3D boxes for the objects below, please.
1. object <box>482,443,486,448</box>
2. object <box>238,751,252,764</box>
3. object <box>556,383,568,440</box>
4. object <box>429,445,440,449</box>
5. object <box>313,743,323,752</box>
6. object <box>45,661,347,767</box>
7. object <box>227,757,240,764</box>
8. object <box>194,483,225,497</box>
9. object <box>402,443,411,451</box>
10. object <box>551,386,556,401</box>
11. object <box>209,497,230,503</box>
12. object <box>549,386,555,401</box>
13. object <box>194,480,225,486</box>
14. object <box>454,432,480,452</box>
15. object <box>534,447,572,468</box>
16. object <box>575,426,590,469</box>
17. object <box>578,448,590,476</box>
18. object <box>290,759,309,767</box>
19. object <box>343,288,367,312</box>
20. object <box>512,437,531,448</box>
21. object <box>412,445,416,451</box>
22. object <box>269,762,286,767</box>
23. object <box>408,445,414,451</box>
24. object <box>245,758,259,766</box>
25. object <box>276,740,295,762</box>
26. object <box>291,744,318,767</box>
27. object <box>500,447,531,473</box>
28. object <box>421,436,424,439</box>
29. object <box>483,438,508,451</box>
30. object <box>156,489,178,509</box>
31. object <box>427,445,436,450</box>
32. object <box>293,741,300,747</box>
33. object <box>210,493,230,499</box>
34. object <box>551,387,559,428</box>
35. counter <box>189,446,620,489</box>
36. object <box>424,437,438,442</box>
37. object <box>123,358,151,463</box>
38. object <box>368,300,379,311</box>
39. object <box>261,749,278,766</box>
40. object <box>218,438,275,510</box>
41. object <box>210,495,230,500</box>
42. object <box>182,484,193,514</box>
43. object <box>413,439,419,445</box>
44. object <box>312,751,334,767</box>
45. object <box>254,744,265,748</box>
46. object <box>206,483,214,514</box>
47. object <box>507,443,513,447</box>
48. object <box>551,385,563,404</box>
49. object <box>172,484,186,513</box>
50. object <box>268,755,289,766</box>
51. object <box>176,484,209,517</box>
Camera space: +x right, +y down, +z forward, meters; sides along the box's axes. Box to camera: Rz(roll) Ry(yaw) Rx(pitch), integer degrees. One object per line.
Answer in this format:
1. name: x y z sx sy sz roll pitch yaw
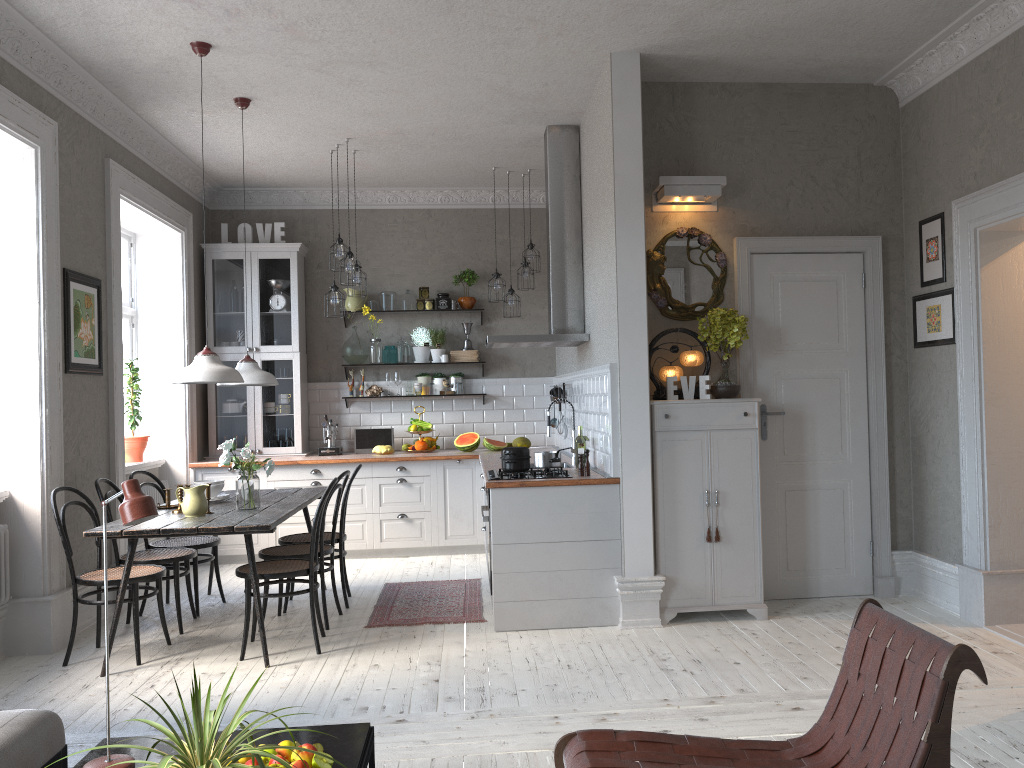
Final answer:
1. object: -0.174 0.575 8.175 0.199 0.067 0.103 -1 -1 2
2. object: -0.757 1.071 2.509 0.058 0.058 0.057 -1 -1 -22
3. object: 0.385 0.213 6.997 0.081 0.443 0.328 -1 -1 -3
4. object: -0.753 0.574 8.135 0.213 0.044 0.055 -2 -1 34
5. object: -0.587 1.078 2.607 0.047 0.037 0.067 -2 -1 23
6. object: -0.731 0.892 2.175 0.725 0.420 0.669 -2 -1 14
7. object: -0.783 1.066 2.441 0.067 0.066 0.070 -1 -1 1
8. object: -1.882 0.670 5.508 0.181 0.094 0.178 -1 -1 -13
9. object: -0.947 0.576 8.071 0.075 0.072 0.154 -2 -1 26
10. object: 0.388 0.087 7.496 0.108 0.161 0.136 -1 -1 -2
11. object: -1.880 0.723 5.508 0.235 0.027 0.240 -2 -1 14
12. object: 0.381 0.089 7.624 0.108 0.161 0.137 -2 -1 8
13. object: -1.882 0.650 5.508 0.181 0.094 0.178 -1 -1 -13
14. object: -0.402 0.523 7.933 0.233 0.174 0.220 -2 -1 17
15. object: 0.279 0.457 5.555 0.298 0.134 0.178 -2 -1 30
16. object: 0.462 0.415 5.793 0.090 0.282 0.081 -1 -1 -4
17. object: 0.428 0.463 5.258 0.073 0.167 0.036 -1 -1 -5
18. object: -0.588 1.066 2.445 0.056 0.058 0.057 -2 -1 20
19. object: -1.447 -0.770 8.167 0.189 0.216 0.174 -2 -1 9
20. object: 0.088 0.540 8.053 0.208 0.119 0.129 -1 -1 -41
21. object: -0.890 0.586 8.056 0.071 0.076 0.226 -1 -1 -21
22. object: -0.644 1.064 2.417 0.060 0.063 0.063 -2 -1 27
23. object: -0.905 0.577 8.039 0.084 0.057 0.089 -2 -1 28
24. object: -0.718 1.070 2.457 0.058 0.056 0.059 -1 -1 -17
25. object: -0.654 1.067 2.572 0.060 0.062 0.063 -1 -1 -23
26. object: -0.592 1.064 2.530 0.073 0.064 0.076 -2 -1 26
27. object: 0.022 0.452 5.303 0.193 0.147 0.190 -1 -1 -25
28. object: -0.819 0.528 8.130 0.086 0.093 0.086 -1 -1 -8
29. object: -0.141 0.540 7.907 0.227 0.127 0.146 -1 -1 -22
30. object: -2.045 0.681 5.265 0.141 0.112 0.137 -1 -1 -22
31. object: -0.729 0.581 8.015 0.088 0.051 0.069 -2 -1 43
32. object: -0.649 1.081 2.642 0.048 0.036 0.061 -2 -1 7
33. object: -1.880 0.706 5.508 0.234 0.027 0.240 -2 -1 19
34. object: 0.376 0.201 7.882 0.077 0.379 0.082 -1 -1 -4
35. counter: -1.040 0.622 6.641 3.173 0.039 3.378 -1 -1 -4
36. object: -0.739 0.508 8.095 0.128 0.056 0.059 -1 -1 -13
37. object: -2.967 0.201 6.915 0.256 0.813 0.264 -2 -1 23
38. object: -1.289 -0.720 8.239 0.103 0.111 0.103 -1 -1 -5
39. object: -0.695 1.069 2.523 0.060 0.058 0.063 -2 -1 40
40. object: -1.522 0.514 5.090 0.313 0.414 0.250 -1 -1 -6
41. object: -1.880 0.714 5.508 0.242 0.027 0.232 -1 -1 -36
42. object: -1.822 0.641 4.975 0.061 0.172 0.063 -2 -1 17
43. object: -0.850 0.540 8.134 0.078 0.076 0.156 -2 -1 23
44. object: -0.535 1.067 2.496 0.058 0.053 0.060 -1 -1 2
45. object: -0.732 1.081 2.581 0.064 0.039 0.066 -1 -1 2
46. object: -1.697 0.640 4.951 0.059 0.167 0.059 -2 -1 9
47. object: -0.051 0.567 8.090 0.204 0.073 0.117 -1 -1 -41
48. object: 0.385 0.085 7.369 0.107 0.161 0.138 -2 -1 13
49. object: -1.887 0.644 5.041 0.097 0.172 0.094 -1 -1 -23
50. object: -0.653 1.067 2.479 0.057 0.058 0.058 -1 -1 -13
51. object: -1.748 0.639 4.863 0.153 0.170 0.133 -1 -1 -43
